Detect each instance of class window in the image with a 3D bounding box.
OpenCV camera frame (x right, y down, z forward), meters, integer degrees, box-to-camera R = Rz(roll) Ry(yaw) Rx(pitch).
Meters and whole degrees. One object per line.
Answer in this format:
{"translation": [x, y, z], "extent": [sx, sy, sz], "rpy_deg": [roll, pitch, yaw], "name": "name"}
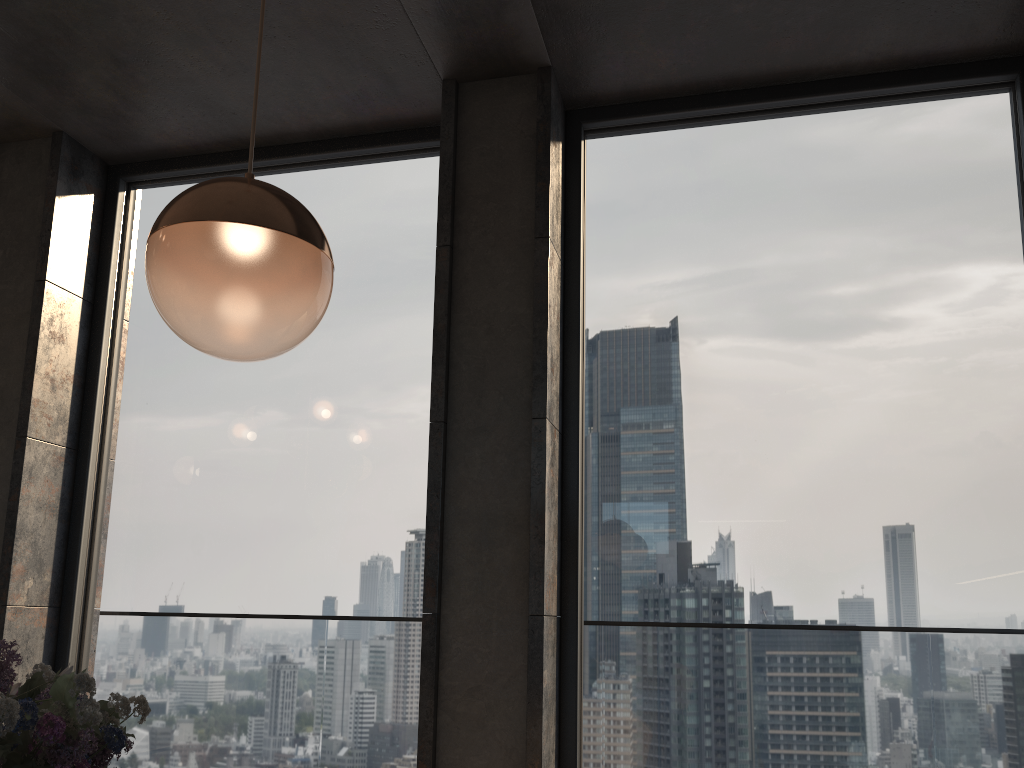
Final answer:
{"translation": [-1.873, 0.566, 3.441], "extent": [7.268, 2.952, 0.202], "rpy_deg": [-2, -11, 14], "name": "window"}

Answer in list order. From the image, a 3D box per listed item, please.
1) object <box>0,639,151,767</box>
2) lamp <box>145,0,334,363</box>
{"translation": [-0.460, 0.393, 0.708], "extent": [0.329, 0.402, 0.303], "rpy_deg": [5, -12, -15], "name": "object"}
{"translation": [-0.345, -0.780, 1.288], "extent": [0.239, 1.519, 0.242], "rpy_deg": [-3, -11, 19], "name": "lamp"}
